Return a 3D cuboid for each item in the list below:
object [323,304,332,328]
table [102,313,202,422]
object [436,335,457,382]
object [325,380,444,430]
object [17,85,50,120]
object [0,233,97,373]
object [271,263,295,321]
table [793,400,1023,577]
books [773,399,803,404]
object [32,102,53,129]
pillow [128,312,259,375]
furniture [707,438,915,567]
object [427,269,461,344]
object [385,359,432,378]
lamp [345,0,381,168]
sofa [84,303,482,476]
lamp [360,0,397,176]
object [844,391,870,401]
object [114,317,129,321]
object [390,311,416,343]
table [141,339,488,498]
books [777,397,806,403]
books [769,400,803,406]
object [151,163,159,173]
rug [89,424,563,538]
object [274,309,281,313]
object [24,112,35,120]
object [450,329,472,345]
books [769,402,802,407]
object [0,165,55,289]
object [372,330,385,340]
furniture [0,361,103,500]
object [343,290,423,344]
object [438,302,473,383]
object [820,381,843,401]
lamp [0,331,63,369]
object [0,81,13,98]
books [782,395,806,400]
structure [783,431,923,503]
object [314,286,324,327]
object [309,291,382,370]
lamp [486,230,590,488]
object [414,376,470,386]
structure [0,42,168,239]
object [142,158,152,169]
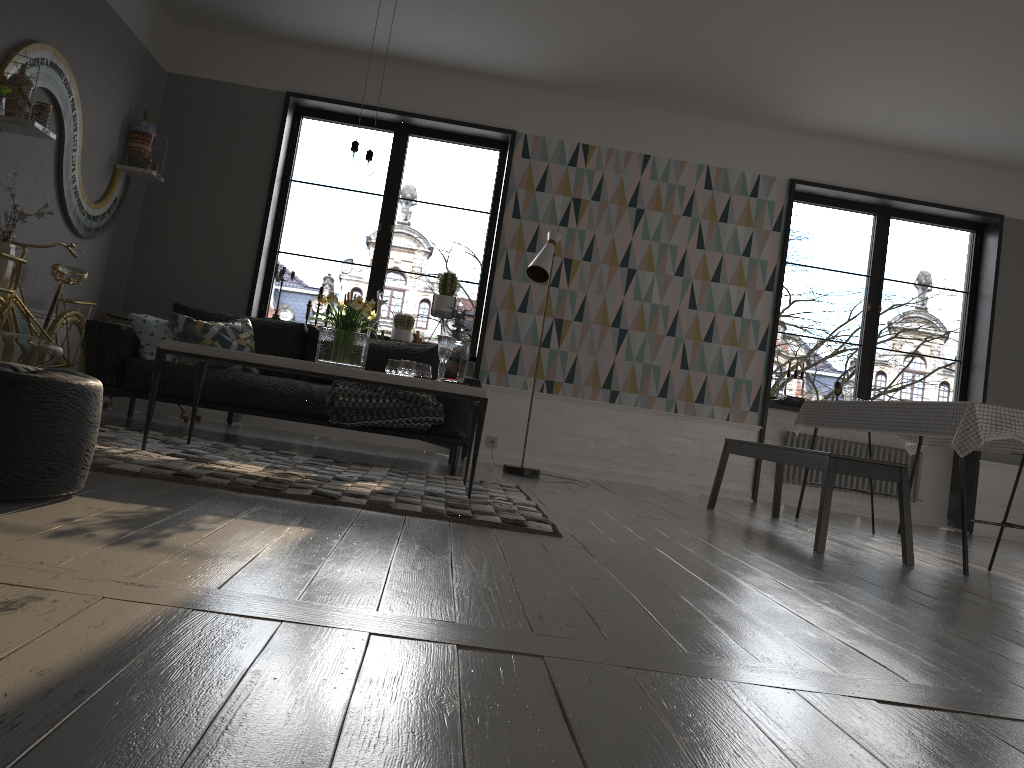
[{"bbox_3d":[-1.454,-0.539,6.968,0.076,0.302,0.075,6,-6,26],"label":"object"},{"bbox_3d":[-2.607,-0.114,6.435,0.742,0.684,0.337,9,-5,-4],"label":"table"},{"bbox_3d":[-0.333,-0.117,4.308,0.082,0.228,0.166,8,-4,7],"label":"object"},{"bbox_3d":[-0.761,0.107,5.306,0.665,0.331,0.489,9,-3,-9],"label":"object"},{"bbox_3d":[-2.455,-1.419,4.526,0.060,0.167,0.195,6,-4,29],"label":"object"},{"bbox_3d":[-2.675,-0.314,4.957,0.425,0.975,1.622,10,-3,-13],"label":"object"},{"bbox_3d":[-1.826,-0.692,6.900,0.163,0.493,0.143,5,-6,32],"label":"object"},{"bbox_3d":[2.377,0.543,4.974,0.930,0.788,2.018,9,-2,-5],"label":"table"},{"bbox_3d":[2.244,0.144,7.168,0.216,0.011,0.173,9,-2,2],"label":"books"},{"bbox_3d":[-2.483,-1.408,4.670,0.085,0.140,0.085,9,-4,-11],"label":"object"},{"bbox_3d":[-1.959,-0.276,5.481,0.795,0.364,0.443,10,-3,-22],"label":"pillow"},{"bbox_3d":[1.578,0.587,4.877,0.465,0.458,1.663,9,-2,-4],"label":"furniture"},{"bbox_3d":[-0.537,-0.589,6.945,0.234,0.674,0.228,12,-6,-33],"label":"object"},{"bbox_3d":[-0.483,-0.063,4.429,0.245,0.088,0.279,10,-2,-26],"label":"object"},{"bbox_3d":[-0.281,-1.764,3.802,0.074,1.545,1.397,12,-5,-35],"label":"lamp"},{"bbox_3d":[-1.378,-0.003,5.558,2.338,0.802,0.966,9,-3,-4],"label":"sofa"},{"bbox_3d":[-0.232,-1.753,3.930,0.074,1.545,1.397,12,-5,-35],"label":"lamp"},{"bbox_3d":[2.821,0.172,7.211,0.267,0.193,0.152,9,-4,-4],"label":"object"},{"bbox_3d":[-2.711,-0.449,6.455,0.318,0.015,0.246,9,-2,-4],"label":"object"},{"bbox_3d":[-0.865,-0.441,7.011,0.233,0.284,0.213,11,-5,-30],"label":"object"},{"bbox_3d":[-0.883,0.171,4.224,1.454,0.514,0.729,9,-3,-4],"label":"table"},{"bbox_3d":[2.270,0.132,7.164,0.198,0.022,0.162,9,-2,-3],"label":"books"},{"bbox_3d":[2.233,0.158,7.171,0.271,0.019,0.183,9,-2,-5],"label":"books"},{"bbox_3d":[-2.557,-1.546,6.333,0.050,0.059,0.050,10,-4,-14],"label":"object"},{"bbox_3d":[-1.128,0.373,4.030,2.524,0.034,1.763,9,-2,-4],"label":"rug"},{"bbox_3d":[-1.858,-0.524,6.964,0.084,0.152,0.084,9,-5,0],"label":"object"},{"bbox_3d":[-2.566,-1.392,4.686,0.062,0.082,0.062,11,-5,-28],"label":"object"},{"bbox_3d":[-0.399,-0.333,6.909,0.171,0.205,0.245,9,-3,-2],"label":"object"},{"bbox_3d":[2.229,0.172,7.162,0.268,0.011,0.161,9,-2,-1],"label":"books"},{"bbox_3d":[-2.550,-0.790,4.604,0.254,0.645,0.484,7,-4,13],"label":"object"},{"bbox_3d":[-1.017,-0.371,6.937,0.123,0.099,0.122,8,-3,18],"label":"object"},{"bbox_3d":[-1.558,0.095,2.477,0.733,0.359,0.734,9,-2,-17],"label":"furniture"},{"bbox_3d":[-1.007,-0.522,6.959,0.662,0.412,0.134,9,-5,-3],"label":"object"},{"bbox_3d":[-0.284,-0.203,4.528,0.148,0.419,0.154,7,-5,15],"label":"object"},{"bbox_3d":[2.583,0.102,7.188,0.194,0.258,0.114,8,-5,6],"label":"object"},{"bbox_3d":[-2.461,-0.032,4.317,0.434,0.440,0.429,7,-4,27],"label":"lamp"},{"bbox_3d":[-2.495,-0.809,3.755,0.417,1.157,0.562,5,-6,35],"label":"object"},{"bbox_3d":[2.277,0.113,7.162,0.153,0.017,0.123,9,-2,-3],"label":"books"},{"bbox_3d":[2.807,0.686,7.303,1.221,0.431,0.148,9,-5,-6],"label":"structure"},{"bbox_3d":[-1.514,-0.587,6.917,0.123,0.377,0.122,9,-5,0],"label":"object"},{"bbox_3d":[-0.815,-0.255,4.290,0.351,0.353,0.323,9,-4,-2],"label":"object"},{"bbox_3d":[0.307,-0.197,6.351,0.679,1.712,1.241,9,-4,-6],"label":"lamp"},{"bbox_3d":[-0.376,-0.014,4.494,0.318,0.015,0.246,9,-2,-4],"label":"object"},{"bbox_3d":[-2.605,-1.428,5.458,0.267,0.960,2.015,9,-2,-4],"label":"structure"},{"bbox_3d":[-2.585,-1.552,6.264,0.060,0.079,0.060,10,-4,-15],"label":"object"}]
